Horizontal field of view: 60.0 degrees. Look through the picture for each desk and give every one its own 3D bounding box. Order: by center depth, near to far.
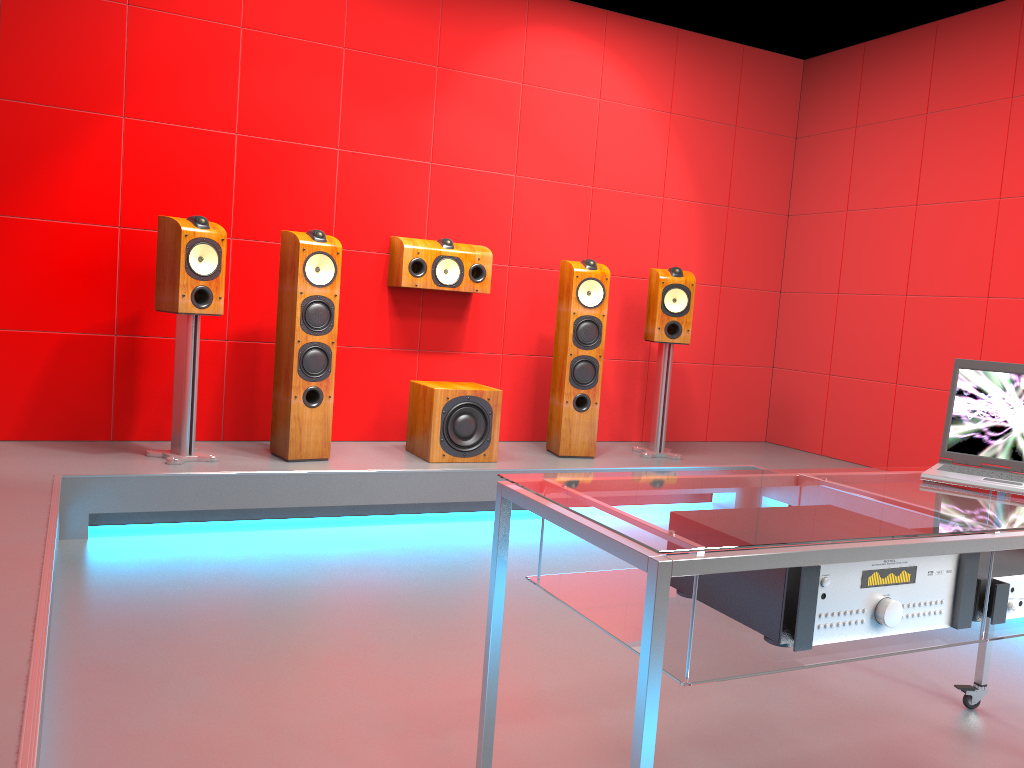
[{"bbox_3d":[0.737,0.574,1.873,1.617,0.690,0.594,2,6,-26],"label":"desk"}]

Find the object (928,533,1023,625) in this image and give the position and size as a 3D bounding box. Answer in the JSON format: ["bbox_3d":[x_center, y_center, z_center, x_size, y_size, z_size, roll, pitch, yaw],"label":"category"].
[{"bbox_3d":[1.020,0.408,1.921,0.435,0.092,0.365,2,6,-26],"label":"object"}]

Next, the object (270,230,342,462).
[{"bbox_3d":[-0.950,-0.180,4.091,0.203,1.052,0.238,1,6,-36],"label":"object"}]

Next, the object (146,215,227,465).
[{"bbox_3d":[-1.413,-0.198,3.863,0.265,1.058,0.231,9,7,44],"label":"object"}]

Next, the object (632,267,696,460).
[{"bbox_3d":[0.857,-0.124,4.979,0.231,1.058,0.265,4,5,-6],"label":"object"}]

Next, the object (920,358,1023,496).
[{"bbox_3d":[1.185,0.099,2.079,0.342,0.285,0.340,8,6,34],"label":"object"}]

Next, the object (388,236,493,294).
[{"bbox_3d":[-0.376,-0.631,4.676,0.493,0.271,0.235,2,6,-26],"label":"object"}]

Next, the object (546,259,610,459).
[{"bbox_3d":[0.354,-0.140,4.757,0.203,1.052,0.238,3,5,-16],"label":"object"}]

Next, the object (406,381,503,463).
[{"bbox_3d":[-0.294,0.186,4.453,0.360,0.360,0.360,2,6,-26],"label":"object"}]

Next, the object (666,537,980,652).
[{"bbox_3d":[0.582,0.362,1.698,0.431,0.158,0.371,2,6,-26],"label":"object"}]
